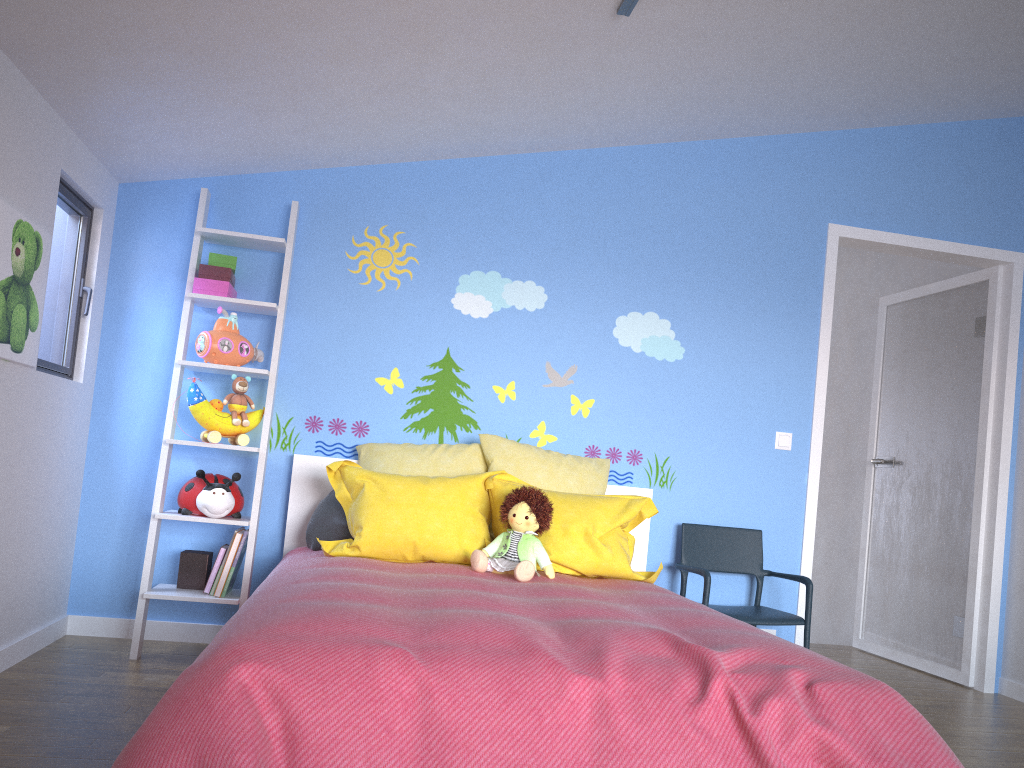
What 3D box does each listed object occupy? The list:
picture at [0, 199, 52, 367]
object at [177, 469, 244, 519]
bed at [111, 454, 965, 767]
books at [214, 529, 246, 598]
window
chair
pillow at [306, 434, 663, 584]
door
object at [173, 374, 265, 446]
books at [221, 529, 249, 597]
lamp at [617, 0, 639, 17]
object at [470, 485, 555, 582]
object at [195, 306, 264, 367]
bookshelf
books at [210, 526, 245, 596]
[{"bbox_3d":[-1.520,-0.293,2.701,0.026,0.442,0.452,6,-4,-9],"label":"picture"},{"bbox_3d":[-1.176,0.425,3.446,0.253,0.182,0.323,6,-5,-2],"label":"object"},{"bbox_3d":[0.012,0.682,2.654,1.928,0.808,2.324,6,-6,-9],"label":"bed"},{"bbox_3d":[-1.081,0.688,3.417,0.080,0.247,0.198,6,-4,-9],"label":"books"},{"bbox_3d":[-1.697,-0.398,3.211,0.209,0.745,0.587,6,-4,-9],"label":"window"},{"bbox_3d":[0.949,0.958,3.778,0.513,0.672,0.417,6,-4,-13],"label":"chair"},{"bbox_3d":[-0.107,0.449,3.439,1.346,0.530,0.681,6,-5,-8],"label":"pillow"},{"bbox_3d":[1.806,0.402,4.670,1.034,2.122,1.000,6,-3,-9],"label":"door"},{"bbox_3d":[-1.114,0.097,3.459,0.373,0.280,0.154,9,-5,-37],"label":"object"},{"bbox_3d":[-0.113,4.246,5.538,0.360,6.688,5.420,4,-4,32],"label":"books"},{"bbox_3d":[0.441,-1.133,2.104,0.124,0.143,1.209,6,-6,-6],"label":"lamp"},{"bbox_3d":[0.016,0.516,3.052,0.286,0.341,0.252,4,-4,25],"label":"object"},{"bbox_3d":[-1.113,-0.180,3.534,0.297,0.233,0.157,9,-5,-39],"label":"object"},{"bbox_3d":[-1.150,0.129,3.494,0.391,1.846,0.381,6,-3,-9],"label":"bookshelf"},{"bbox_3d":[-1.108,0.687,3.454,0.078,0.253,0.209,6,-4,-9],"label":"books"}]
